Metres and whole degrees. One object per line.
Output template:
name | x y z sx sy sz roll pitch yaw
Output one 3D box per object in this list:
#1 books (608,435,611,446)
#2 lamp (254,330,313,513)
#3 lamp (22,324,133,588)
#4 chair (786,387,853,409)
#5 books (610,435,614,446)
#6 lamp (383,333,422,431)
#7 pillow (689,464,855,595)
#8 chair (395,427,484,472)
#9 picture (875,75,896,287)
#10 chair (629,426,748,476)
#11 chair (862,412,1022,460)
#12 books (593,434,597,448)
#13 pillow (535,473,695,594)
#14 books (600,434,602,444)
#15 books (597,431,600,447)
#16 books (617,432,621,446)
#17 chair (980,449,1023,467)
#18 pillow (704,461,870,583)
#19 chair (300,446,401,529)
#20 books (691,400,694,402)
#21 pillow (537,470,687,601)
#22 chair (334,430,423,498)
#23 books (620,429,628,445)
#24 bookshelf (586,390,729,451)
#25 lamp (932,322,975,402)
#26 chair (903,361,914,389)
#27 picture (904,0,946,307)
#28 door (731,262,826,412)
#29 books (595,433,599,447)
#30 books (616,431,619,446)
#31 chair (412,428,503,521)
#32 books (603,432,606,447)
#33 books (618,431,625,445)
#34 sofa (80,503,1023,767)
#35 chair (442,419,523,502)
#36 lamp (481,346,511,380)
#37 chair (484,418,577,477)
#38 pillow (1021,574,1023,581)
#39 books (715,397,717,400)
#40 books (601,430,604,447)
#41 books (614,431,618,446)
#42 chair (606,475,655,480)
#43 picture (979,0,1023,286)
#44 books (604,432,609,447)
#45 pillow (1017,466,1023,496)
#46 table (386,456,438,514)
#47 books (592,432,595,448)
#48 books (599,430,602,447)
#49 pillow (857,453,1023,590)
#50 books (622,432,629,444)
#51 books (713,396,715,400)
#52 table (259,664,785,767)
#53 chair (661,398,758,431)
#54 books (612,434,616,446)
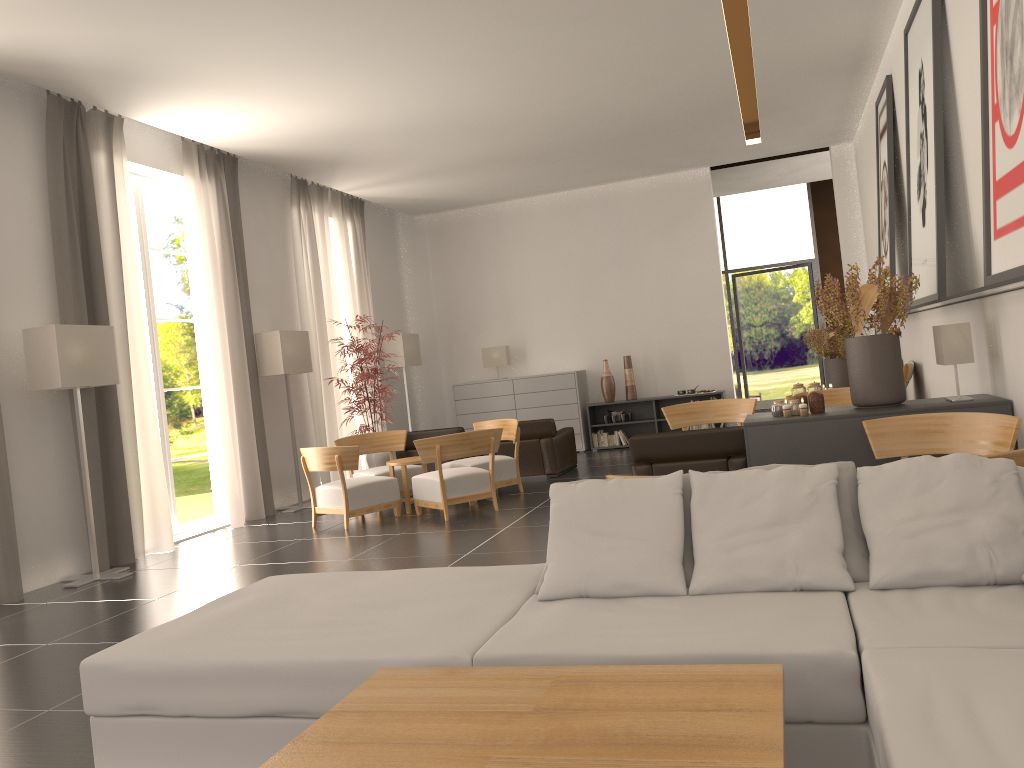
books | 2.266 1.303 20.483 0.054 0.249 0.167 -6 0 17
lamp | -3.961 0.650 15.935 0.907 3.179 1.000 -6 0 17
lamp | -5.404 0.868 11.174 0.907 3.179 1.000 -6 0 17
chair | 4.754 0.696 12.739 1.451 1.227 1.151 -6 0 17
books | 2.318 1.297 20.467 0.054 0.249 0.167 -6 0 17
lamp | -2.453 0.422 20.909 0.907 3.179 1.000 -6 0 17
pillow | 1.338 0.753 4.685 0.801 0.595 0.596 -6 0 18
chair | -1.378 1.394 17.581 1.537 1.076 1.500 -6 0 17
picture | 5.825 -2.834 13.835 0.384 3.494 1.601 -6 0 17
chair | 2.300 1.066 11.049 1.537 1.076 1.500 -6 0 17
chair | 3.469 0.913 7.473 1.152 1.227 1.450 -6 0 -33
books | 1.949 1.309 20.549 0.048 0.305 0.226 -6 0 17
pillow | 0.610 0.848 5.054 0.918 0.577 0.549 -6 0 17
books | 2.090 1.295 20.511 0.017 0.302 0.215 -6 0 17
books | 2.030 1.274 20.532 0.039 0.358 0.210 -6 0 17
books | 2.467 1.254 20.383 0.017 0.305 0.239 -6 0 17
chair | 3.106 0.974 5.806 1.453 1.227 1.150 -6 0 -28
pillow | 1.441 0.758 4.796 0.918 0.591 0.558 -6 0 17
chair | -2.484 1.499 13.505 1.450 1.227 1.152 -6 0 42
books | 4.017 0.541 19.896 0.138 0.354 0.236 -6 0 17
pillow | 0.564 0.834 4.921 0.801 0.598 0.585 -6 0 16
chair | -2.190 1.446 15.139 1.453 1.227 1.149 -7 0 -38
books | 2.569 1.219 20.353 0.138 0.354 0.236 -6 0 17
bookshelf | 3.341 0.847 20.292 3.078 1.079 0.740 -6 0 17
lamp | 4.389 -0.216 8.787 0.257 0.758 0.515 -6 0 17
chair | 5.222 0.503 14.276 2.419 1.486 1.300 -6 0 27
picture | 4.717 -2.666 10.178 0.384 3.494 2.194 -6 0 17
door | 7.970 -1.330 26.517 2.375 4.269 0.100 -6 0 32
books | 1.988 1.301 20.526 0.039 0.313 0.246 -6 0 17
books | 2.444 1.246 20.382 0.019 0.324 0.254 -6 0 17
chair | -0.844 1.321 13.229 1.453 1.227 1.150 -6 0 -28
books | 2.153 1.281 20.481 0.039 0.318 0.236 -6 0 17
books | 2.533 1.239 20.356 0.130 0.322 0.252 -6 0 17
sofa | 0.091 1.346 2.869 5.522 1.205 5.607 -6 1 17
chair | -0.481 1.260 14.896 1.152 1.227 1.450 -6 0 -33
lamp | -0.369 -0.507 21.701 0.618 0.796 0.310 -6 0 17
chair | 0.320 1.212 17.061 1.537 1.076 1.500 -6 0 17
pillow | 2.500 0.624 3.722 0.586 0.596 0.819 -6 0 18
books | 4.563 0.479 19.742 0.039 0.358 0.210 -6 0 17
books | 2.111 1.252 20.495 0.039 0.384 0.233 -6 0 17
books | 2.418 1.247 20.425 0.054 0.329 0.187 -6 0 17
chair | 1.466 1.152 6.082 1.450 1.227 1.152 -6 0 42
picture | 3.540 -2.488 6.294 0.384 3.494 1.601 -6 0 17
books | 2.198 1.279 20.463 0.054 0.311 0.244 -6 0 17
pillow | 2.283 0.708 4.559 0.917 0.510 0.616 -6 0 19
table | -1.530 1.598 14.172 0.869 0.803 0.870 -6 0 40
books | 1.908 1.297 20.547 0.022 0.339 0.253 -6 0 17
books | 2.061 1.257 20.517 0.029 0.385 0.220 -6 0 17
pillow | 2.164 0.671 4.441 0.796 0.580 0.626 -6 0 18
books | 2.626 1.244 20.328 0.142 0.290 0.252 -6 0 17
books | 4.526 0.469 19.748 0.029 0.385 0.220 -6 0 17
table | 0.034 1.546 2.672 1.599 0.840 1.601 -6 0 17
chair | 2.986 0.885 13.280 1.451 1.227 1.151 -6 0 17
books | 2.371 1.292 20.451 0.054 0.249 0.167 -6 0 17
